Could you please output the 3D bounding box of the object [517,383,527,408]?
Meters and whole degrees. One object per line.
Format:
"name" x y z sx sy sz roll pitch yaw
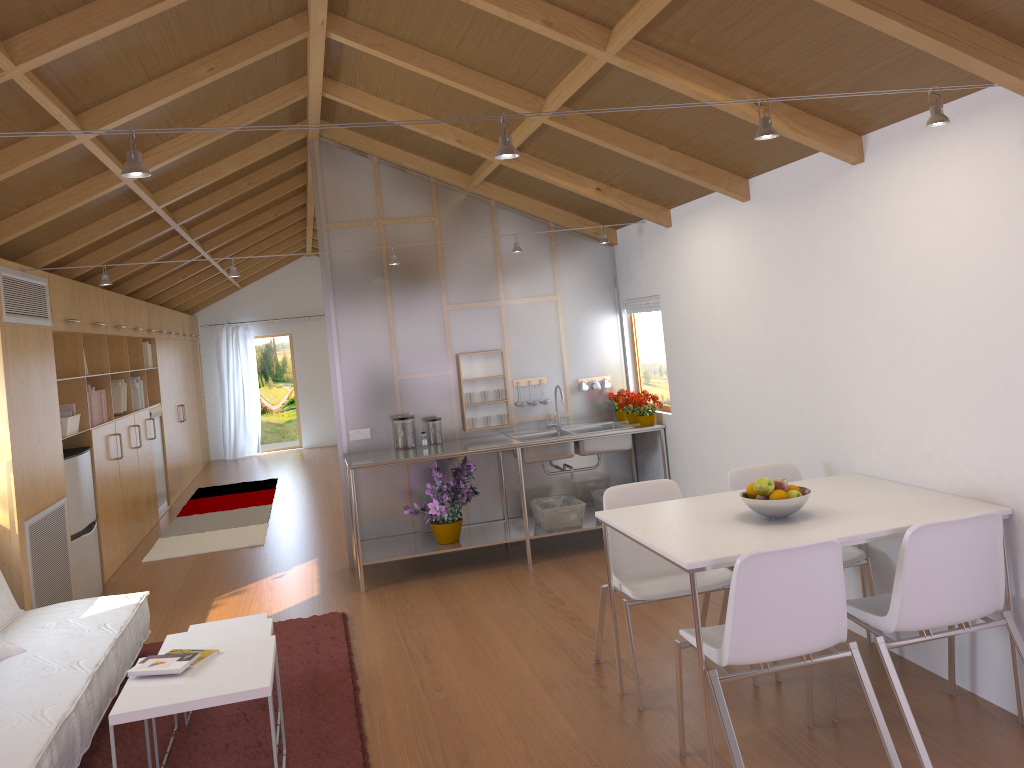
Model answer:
"object" 0.064 0.077 6.313 0.074 0.183 0.075 -6 0 19

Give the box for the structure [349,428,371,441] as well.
"structure" -1.047 0.347 6.088 0.142 0.071 0.011 -6 -1 -13

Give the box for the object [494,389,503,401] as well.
"object" -0.092 0.079 6.277 0.061 0.077 0.061 -6 1 -39

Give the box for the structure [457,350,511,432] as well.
"structure" -0.198 0.045 6.262 0.328 0.545 0.076 -6 -1 -13

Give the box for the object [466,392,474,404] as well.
"object" -0.293 0.102 6.230 0.061 0.077 0.061 -6 1 -1

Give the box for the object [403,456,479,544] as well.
"object" -0.432 0.760 5.775 0.526 0.553 0.350 -6 0 -22

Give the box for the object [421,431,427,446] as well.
"object" -0.595 0.369 5.996 0.037 0.092 0.037 -6 0 2

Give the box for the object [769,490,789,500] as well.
"object" 0.954 0.411 3.158 0.068 0.068 0.067 -7 2 -37

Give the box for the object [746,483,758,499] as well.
"object" 0.905 0.401 3.286 0.068 0.068 0.067 -7 2 -37

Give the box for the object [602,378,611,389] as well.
"object" 0.692 -0.005 6.484 0.059 0.080 0.062 -6 1 -13

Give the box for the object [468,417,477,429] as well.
"object" -0.275 0.278 6.227 0.061 0.077 0.061 -6 1 -1

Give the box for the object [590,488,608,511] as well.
"object" 0.747 0.824 6.093 0.299 0.159 0.414 -6 3 -13

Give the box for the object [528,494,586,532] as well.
"object" 0.306 0.874 5.988 0.299 0.159 0.414 -6 3 -13

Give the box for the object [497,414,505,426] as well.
"object" -0.074 0.256 6.275 0.061 0.077 0.061 -6 1 -39

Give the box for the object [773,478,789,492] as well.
"object" 0.977 0.377 3.228 0.063 0.067 0.062 -5 1 25

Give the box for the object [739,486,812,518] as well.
"object" 0.964 0.440 3.225 0.254 0.090 0.256 -4 3 29

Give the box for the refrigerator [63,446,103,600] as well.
"refrigerator" -2.948 0.956 5.911 0.262 0.988 0.712 -5 1 -13

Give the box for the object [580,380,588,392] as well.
"object" 0.525 0.014 6.444 0.059 0.080 0.062 -6 1 -13

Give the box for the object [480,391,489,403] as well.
"object" -0.192 0.090 6.254 0.061 0.077 0.061 -6 1 -39

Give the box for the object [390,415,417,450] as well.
"object" -0.736 0.329 6.043 0.172 0.216 0.172 -6 1 0

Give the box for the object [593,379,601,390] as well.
"object" 0.617 0.005 6.461 0.059 0.081 0.062 -6 1 -6

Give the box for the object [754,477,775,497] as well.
"object" 0.910 0.371 3.190 0.070 0.069 0.077 -6 2 -13

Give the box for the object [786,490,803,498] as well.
"object" 1.015 0.417 3.189 0.070 0.069 0.077 -6 2 -13

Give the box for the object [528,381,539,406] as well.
"object" 0.148 0.068 6.332 0.074 0.183 0.075 -6 0 19

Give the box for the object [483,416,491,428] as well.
"object" -0.175 0.267 6.251 0.061 0.077 0.061 -6 1 -39

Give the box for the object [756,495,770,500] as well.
"object" 0.926 0.430 3.222 0.077 0.089 0.080 -5 1 36

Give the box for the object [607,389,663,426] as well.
"object" 0.853 0.161 6.197 0.233 0.235 0.688 -6 3 -12

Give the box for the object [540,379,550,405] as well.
"object" 0.231 0.058 6.352 0.074 0.183 0.075 -6 0 19

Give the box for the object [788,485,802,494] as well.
"object" 1.031 0.405 3.256 0.067 0.066 0.068 -5 2 31

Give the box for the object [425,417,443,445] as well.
"object" -0.535 0.327 6.111 0.113 0.177 0.113 -6 0 8

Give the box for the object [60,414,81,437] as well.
"object" -3.026 0.284 5.908 0.203 0.122 0.349 -6 3 -13
